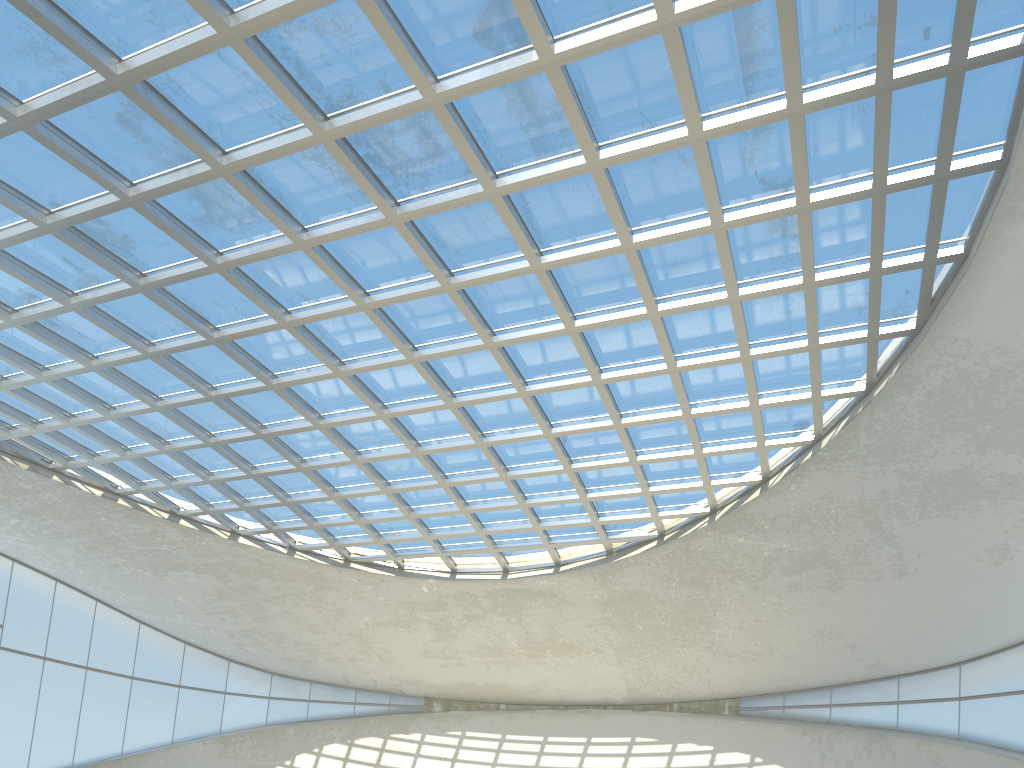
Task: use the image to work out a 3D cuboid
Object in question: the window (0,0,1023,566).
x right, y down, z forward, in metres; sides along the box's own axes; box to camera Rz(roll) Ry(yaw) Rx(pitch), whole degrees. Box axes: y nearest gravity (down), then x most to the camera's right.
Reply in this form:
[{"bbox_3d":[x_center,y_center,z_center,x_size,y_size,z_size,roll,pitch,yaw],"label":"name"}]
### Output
[{"bbox_3d":[-15.530,-1.099,46.486,77.912,10.056,88.420,-8,-32,21],"label":"window"}]
